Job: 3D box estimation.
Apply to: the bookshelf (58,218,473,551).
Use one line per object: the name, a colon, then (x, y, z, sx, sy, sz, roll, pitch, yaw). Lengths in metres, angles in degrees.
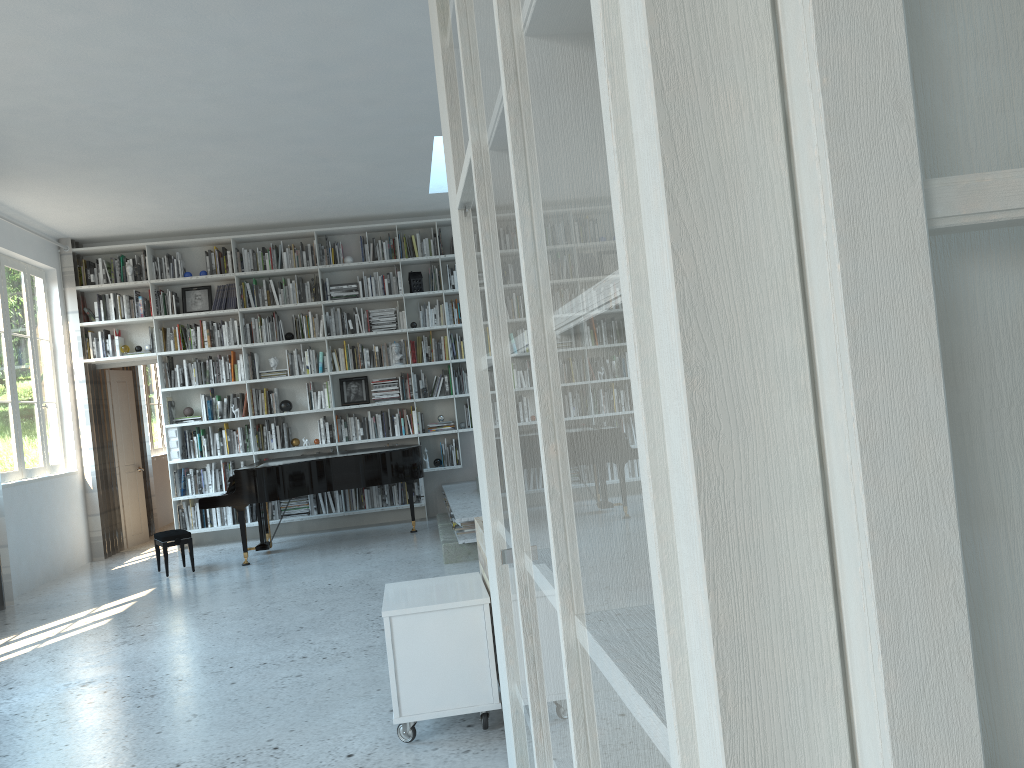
bookshelf: (-1.270, -0.091, 9.354, 6.296, 3.142, 0.330, -6, 0, -7)

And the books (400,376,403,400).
books: (-1.172, 0.047, 9.419, 0.011, 0.261, 0.184, -6, 0, -7)

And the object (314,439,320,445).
object: (-2.038, 0.603, 9.265, 0.061, 0.062, 0.061, -6, -1, 42)

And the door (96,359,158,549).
door: (-3.977, 0.764, 9.647, 0.834, 1.981, 0.786, -6, 0, -7)

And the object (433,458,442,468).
object: (-0.781, 0.831, 9.342, 0.093, 0.095, 0.093, -6, -1, 42)

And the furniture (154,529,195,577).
furniture: (-2.885, 1.428, 7.569, 0.239, 0.353, 0.467, -6, -1, -32)

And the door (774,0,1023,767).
door: (0.600, 0.006, 0.473, 0.839, 2.228, 0.067, -6, 0, 3)

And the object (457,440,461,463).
object: (-0.558, 0.725, 9.404, 0.011, 0.260, 0.142, -6, 0, -7)

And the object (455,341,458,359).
object: (-0.593, -0.356, 9.498, 0.013, 0.208, 0.140, -6, 0, -7)

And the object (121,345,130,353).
object: (-3.945, -0.356, 9.047, 0.087, 0.088, 0.087, -6, -1, 42)

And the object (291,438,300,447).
object: (-2.266, 0.612, 9.281, 0.091, 0.092, 0.091, -6, -1, -29)

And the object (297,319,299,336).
object: (-2.238, -0.566, 9.323, 0.010, 0.225, 0.142, -6, 0, -7)

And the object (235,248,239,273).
object: (-2.854, -1.269, 9.256, 0.012, 0.285, 0.159, -6, 0, -7)

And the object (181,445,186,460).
object: (-3.344, 0.697, 9.025, 0.045, 0.146, 0.045, -6, 0, 32)

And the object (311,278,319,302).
object: (-2.048, -0.970, 9.198, 0.075, 0.255, 0.075, -6, 0, -28)

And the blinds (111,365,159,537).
blinds: (-4.466, 0.195, 10.358, 0.140, 3.231, 0.776, -6, 0, -7)

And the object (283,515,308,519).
object: (-2.253, 1.381, 9.279, 0.254, 0.007, 0.161, -6, -1, -4)

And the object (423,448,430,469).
object: (-0.899, 0.776, 9.307, 0.053, 0.224, 0.046, -6, 0, 5)

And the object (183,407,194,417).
object: (-3.338, 0.289, 9.152, 0.105, 0.106, 0.105, -6, -1, -29)

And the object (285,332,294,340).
object: (-2.325, -0.492, 9.261, 0.097, 0.098, 0.097, -6, -1, 42)

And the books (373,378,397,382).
books: (-1.349, -0.040, 9.405, 0.254, 0.012, 0.161, -6, -1, -10)

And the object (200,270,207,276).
object: (-3.190, -1.133, 9.178, 0.082, 0.083, 0.082, -6, -1, -29)

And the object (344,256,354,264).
object: (-1.721, -1.296, 9.340, 0.104, 0.106, 0.104, -6, -1, -29)

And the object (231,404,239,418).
object: (-2.829, 0.277, 9.071, 0.081, 0.140, 0.044, -6, 0, -23)

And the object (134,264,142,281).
object: (-3.789, -1.118, 8.996, 0.067, 0.198, 0.067, -6, 0, 36)

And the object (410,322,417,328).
object: (-1.037, -0.619, 9.348, 0.071, 0.072, 0.071, -6, -1, 42)

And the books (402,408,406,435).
books: (-1.147, 0.401, 9.438, 0.010, 0.284, 0.132, -6, 0, -7)

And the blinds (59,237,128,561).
blinds: (-4.331, 0.163, 9.188, 0.140, 3.231, 0.776, -6, 0, -7)

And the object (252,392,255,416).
object: (-2.689, 0.199, 9.265, 0.012, 0.270, 0.130, -6, 0, -7)

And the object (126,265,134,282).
object: (-3.869, -1.109, 8.987, 0.067, 0.198, 0.067, -6, 0, 36)

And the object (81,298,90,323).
object: (-4.372, -0.748, 9.056, 0.035, 0.295, 0.176, -6, 0, -7)

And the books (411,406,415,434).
books: (-1.058, 0.383, 9.439, 0.011, 0.300, 0.149, -6, 0, -7)

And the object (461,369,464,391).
object: (-0.533, -0.022, 9.517, 0.007, 0.266, 0.135, -6, 0, -7)

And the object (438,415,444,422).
object: (-0.750, 0.363, 9.367, 0.071, 0.072, 0.071, -6, -1, 42)

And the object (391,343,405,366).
object: (-1.206, -0.312, 9.289, 0.137, 0.244, 0.138, -6, 0, -41)

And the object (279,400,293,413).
object: (-2.361, 0.233, 9.265, 0.134, 0.135, 0.133, -6, -1, 42)

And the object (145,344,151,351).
object: (-3.729, -0.371, 9.101, 0.071, 0.072, 0.071, -6, -1, -29)

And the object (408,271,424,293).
object: (-1.017, -1.073, 9.386, 0.135, 0.248, 0.135, -6, 0, -17)

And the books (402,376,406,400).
books: (-1.150, 0.047, 9.433, 0.013, 0.256, 0.163, -6, 0, -7)

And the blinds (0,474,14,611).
blinds: (-4.008, 0.086, 6.414, 0.140, 3.231, 0.776, -6, 0, -7)

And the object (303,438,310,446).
object: (-2.140, 0.598, 9.229, 0.060, 0.095, 0.078, -6, 0, 10)

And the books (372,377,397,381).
books: (-1.350, -0.053, 9.403, 0.254, 0.012, 0.161, -6, -1, -3)

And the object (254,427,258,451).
object: (-2.660, 0.572, 9.251, 0.012, 0.254, 0.161, -6, 0, -7)

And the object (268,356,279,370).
object: (-2.493, -0.219, 9.278, 0.095, 0.157, 0.121, -6, 0, 7)

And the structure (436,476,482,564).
structure: (0.725, 0.918, 8.201, 2.899, 0.659, 3.113, -6, -1, -7)

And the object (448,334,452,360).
object: (-0.671, -0.386, 9.506, 0.013, 0.283, 0.135, -6, 0, -7)

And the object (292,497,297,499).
object: (-2.276, 1.150, 9.245, 0.086, 0.087, 0.086, -6, -1, -29)

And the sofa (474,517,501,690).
sofa: (0.996, 0.706, 3.484, 2.194, 0.854, 0.871, -6, -1, -7)

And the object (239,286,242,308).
object: (-2.814, -0.888, 9.255, 0.012, 0.254, 0.161, -6, 0, -7)

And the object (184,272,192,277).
object: (-3.346, -1.117, 9.159, 0.082, 0.083, 0.082, -6, -1, -29)

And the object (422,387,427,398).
object: (-0.916, 0.092, 9.292, 0.054, 0.113, 0.079, -6, 0, -8)

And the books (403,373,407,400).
books: (-1.140, 0.030, 9.433, 0.011, 0.288, 0.152, -6, 0, -7)

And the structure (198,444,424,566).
structure: (-1.746, 1.085, 8.218, 1.918, 0.833, 1.335, -6, -1, -7)

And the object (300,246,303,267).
object: (-2.205, -1.317, 9.329, 0.010, 0.246, 0.157, -6, 0, -7)

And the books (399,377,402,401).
books: (-1.183, 0.051, 9.420, 0.012, 0.254, 0.161, -6, 0, -7)

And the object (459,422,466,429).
object: (-0.527, 0.442, 9.471, 0.071, 0.072, 0.071, -6, -1, 42)

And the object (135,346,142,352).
object: (-3.836, -0.359, 9.109, 0.071, 0.072, 0.071, -6, -1, -29)
